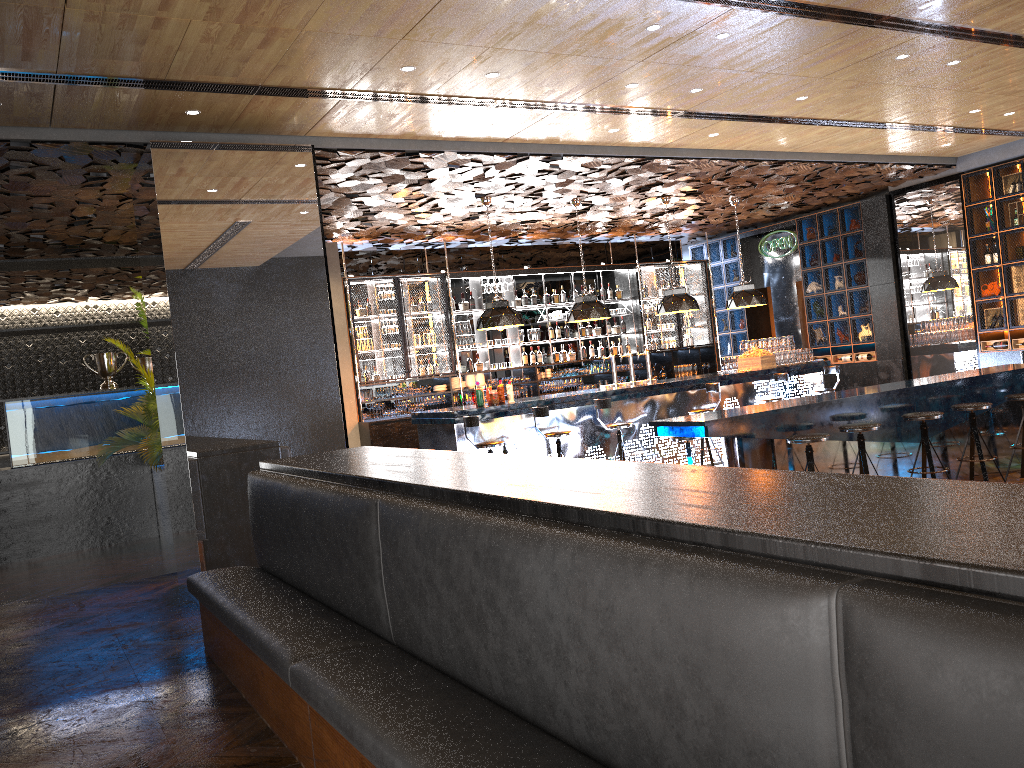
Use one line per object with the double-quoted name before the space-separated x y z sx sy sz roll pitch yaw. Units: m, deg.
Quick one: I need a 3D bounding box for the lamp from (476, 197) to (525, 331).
"lamp" -0.222 -1.439 10.731 0.582 1.606 0.607 -7 1 -29

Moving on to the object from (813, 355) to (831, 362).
"object" 5.133 -0.397 14.598 0.122 0.133 0.396 -7 1 -29

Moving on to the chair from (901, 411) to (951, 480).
"chair" 3.456 0.640 7.378 0.419 0.813 0.419 -7 1 -35

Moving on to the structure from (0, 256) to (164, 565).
"structure" -4.389 -0.009 11.364 4.269 3.734 0.705 -7 1 -29

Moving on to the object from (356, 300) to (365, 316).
"object" -2.164 -1.077 12.660 0.108 0.244 0.108 -7 1 -41

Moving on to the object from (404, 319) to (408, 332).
"object" -1.556 -0.863 12.915 0.081 0.213 0.081 -7 1 -24

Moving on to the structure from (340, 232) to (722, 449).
"structure" 0.636 -0.530 14.013 6.750 3.553 1.143 -7 1 -29

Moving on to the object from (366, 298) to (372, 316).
"object" -2.056 -1.100 12.739 0.075 0.261 0.075 -6 1 19

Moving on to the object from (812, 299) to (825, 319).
"object" 5.105 -1.233 14.653 0.167 0.356 0.255 -7 1 -25

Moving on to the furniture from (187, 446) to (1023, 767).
"furniture" 0.466 0.888 2.904 1.802 1.137 7.087 -7 1 -29

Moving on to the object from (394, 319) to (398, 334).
"object" -1.705 -0.848 12.996 0.081 0.213 0.081 -7 1 -24

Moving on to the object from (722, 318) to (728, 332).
"object" 4.067 -1.105 16.580 0.290 0.290 0.097 -6 1 9

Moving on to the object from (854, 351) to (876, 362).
"object" 5.552 -0.433 13.850 0.123 0.132 0.396 -7 1 -28

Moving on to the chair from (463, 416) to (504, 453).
"chair" -0.237 0.874 9.416 0.476 1.108 0.419 -7 1 -30

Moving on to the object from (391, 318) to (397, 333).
"object" -1.709 -0.844 12.828 0.081 0.213 0.081 -7 1 -24

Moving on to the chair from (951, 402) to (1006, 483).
"chair" 4.030 0.570 7.703 0.419 0.813 0.419 -7 1 -35

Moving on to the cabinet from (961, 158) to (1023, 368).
"cabinet" 7.659 -1.244 10.392 0.691 3.514 4.416 -7 1 -29

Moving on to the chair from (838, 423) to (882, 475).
"chair" 2.803 0.719 7.050 0.419 0.813 0.419 -7 1 -35

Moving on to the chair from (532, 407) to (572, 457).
"chair" 0.504 0.785 9.763 0.476 1.108 0.419 -7 1 -30

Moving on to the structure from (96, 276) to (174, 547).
"structure" -3.866 0.036 10.263 1.873 3.561 4.073 -7 1 -28

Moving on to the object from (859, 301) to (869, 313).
"object" 5.539 -1.195 13.915 0.212 0.220 0.119 -6 1 45

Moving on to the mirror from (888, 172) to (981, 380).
"mirror" 6.116 -1.127 12.741 0.026 3.551 1.194 -7 1 -29

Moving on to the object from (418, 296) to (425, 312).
"object" -1.348 -1.173 13.138 0.073 0.246 0.072 -7 1 -44

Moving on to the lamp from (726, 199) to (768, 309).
"lamp" 3.328 -1.901 12.901 0.582 1.564 0.607 -7 1 -29

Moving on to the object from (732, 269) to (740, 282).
"object" 4.127 -1.980 16.163 0.097 0.290 0.290 -7 1 -31

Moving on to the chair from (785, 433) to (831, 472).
"chair" 2.276 0.784 6.700 0.419 0.813 0.419 -7 1 -35

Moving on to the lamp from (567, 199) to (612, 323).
"lamp" 0.918 -1.607 11.525 0.582 1.564 0.607 -7 1 -29

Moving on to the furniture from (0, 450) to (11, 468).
"furniture" -8.472 1.724 13.315 9.798 1.137 3.595 -7 1 -29

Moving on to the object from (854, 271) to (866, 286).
"object" 5.496 -1.642 13.892 0.265 0.239 0.266 -6 1 39

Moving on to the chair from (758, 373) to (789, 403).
"chair" 3.386 0.432 11.439 0.476 1.108 0.419 -7 1 -15

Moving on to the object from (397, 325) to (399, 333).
"object" -1.634 -0.854 12.870 0.081 0.213 0.081 -7 1 -24

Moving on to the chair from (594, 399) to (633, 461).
"chair" 1.206 0.702 10.025 0.476 1.108 0.419 -7 1 -30

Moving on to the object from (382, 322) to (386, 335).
"object" -1.862 -0.828 12.906 0.081 0.213 0.081 -7 1 -24

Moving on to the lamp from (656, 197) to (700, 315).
"lamp" 2.181 -1.759 12.109 0.582 1.564 0.607 -7 1 -29

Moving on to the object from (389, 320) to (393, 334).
"object" -1.779 -0.839 12.953 0.081 0.213 0.081 -7 1 -24

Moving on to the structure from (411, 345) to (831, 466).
"structure" 1.697 0.327 11.725 6.009 1.685 1.214 -7 1 -29

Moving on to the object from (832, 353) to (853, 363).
"object" 5.340 -0.415 14.226 0.122 0.132 0.396 -7 1 -29

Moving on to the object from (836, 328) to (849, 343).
"object" 5.334 -0.770 14.275 0.208 0.280 0.131 -6 1 42

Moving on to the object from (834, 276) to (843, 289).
"object" 5.321 -1.627 14.253 0.253 0.249 0.126 -6 1 30

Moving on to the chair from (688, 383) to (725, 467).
"chair" 2.358 0.559 10.798 0.476 1.108 0.419 -7 1 -15

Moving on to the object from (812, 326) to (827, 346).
"object" 5.148 -0.793 14.662 0.175 0.351 0.369 -7 1 -25

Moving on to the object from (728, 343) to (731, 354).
"object" 4.126 -0.659 16.624 0.126 0.249 0.253 -6 1 35

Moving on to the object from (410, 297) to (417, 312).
"object" -1.467 -1.156 13.071 0.108 0.244 0.108 -7 1 -41

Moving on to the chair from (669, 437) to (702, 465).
"chair" 1.601 0.841 7.887 0.419 0.813 0.419 -7 1 -35

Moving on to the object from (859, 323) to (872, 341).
"object" 5.598 -0.806 13.893 0.164 0.303 0.341 -7 1 -24

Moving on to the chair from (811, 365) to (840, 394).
"chair" 4.260 0.324 12.012 0.476 1.108 0.419 -7 1 -20

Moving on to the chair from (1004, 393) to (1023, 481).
"chair" 4.702 0.488 8.071 0.419 0.813 0.419 -7 1 -35

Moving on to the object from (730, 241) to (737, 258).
"object" 4.063 -2.445 16.183 0.116 0.358 0.198 -7 1 -29

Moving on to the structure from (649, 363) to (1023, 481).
"structure" 3.474 0.529 8.191 4.941 0.998 0.673 -7 1 -29

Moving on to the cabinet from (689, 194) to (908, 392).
"cabinet" 4.904 -1.014 15.281 0.691 3.514 4.416 -7 1 -29

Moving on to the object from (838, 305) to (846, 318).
"object" 5.343 -1.170 14.296 0.096 0.210 0.183 -7 1 -27

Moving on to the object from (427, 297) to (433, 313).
"object" -1.222 -1.188 13.210 0.073 0.246 0.072 -7 1 -14

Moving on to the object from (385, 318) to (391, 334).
"object" -1.792 -0.834 12.780 0.081 0.213 0.081 -7 1 -24

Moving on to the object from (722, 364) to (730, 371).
"object" 4.060 -0.310 16.535 0.123 0.132 0.396 -7 1 -29

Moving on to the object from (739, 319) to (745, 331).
"object" 4.302 -1.091 16.232 0.278 0.222 0.138 -6 1 0
